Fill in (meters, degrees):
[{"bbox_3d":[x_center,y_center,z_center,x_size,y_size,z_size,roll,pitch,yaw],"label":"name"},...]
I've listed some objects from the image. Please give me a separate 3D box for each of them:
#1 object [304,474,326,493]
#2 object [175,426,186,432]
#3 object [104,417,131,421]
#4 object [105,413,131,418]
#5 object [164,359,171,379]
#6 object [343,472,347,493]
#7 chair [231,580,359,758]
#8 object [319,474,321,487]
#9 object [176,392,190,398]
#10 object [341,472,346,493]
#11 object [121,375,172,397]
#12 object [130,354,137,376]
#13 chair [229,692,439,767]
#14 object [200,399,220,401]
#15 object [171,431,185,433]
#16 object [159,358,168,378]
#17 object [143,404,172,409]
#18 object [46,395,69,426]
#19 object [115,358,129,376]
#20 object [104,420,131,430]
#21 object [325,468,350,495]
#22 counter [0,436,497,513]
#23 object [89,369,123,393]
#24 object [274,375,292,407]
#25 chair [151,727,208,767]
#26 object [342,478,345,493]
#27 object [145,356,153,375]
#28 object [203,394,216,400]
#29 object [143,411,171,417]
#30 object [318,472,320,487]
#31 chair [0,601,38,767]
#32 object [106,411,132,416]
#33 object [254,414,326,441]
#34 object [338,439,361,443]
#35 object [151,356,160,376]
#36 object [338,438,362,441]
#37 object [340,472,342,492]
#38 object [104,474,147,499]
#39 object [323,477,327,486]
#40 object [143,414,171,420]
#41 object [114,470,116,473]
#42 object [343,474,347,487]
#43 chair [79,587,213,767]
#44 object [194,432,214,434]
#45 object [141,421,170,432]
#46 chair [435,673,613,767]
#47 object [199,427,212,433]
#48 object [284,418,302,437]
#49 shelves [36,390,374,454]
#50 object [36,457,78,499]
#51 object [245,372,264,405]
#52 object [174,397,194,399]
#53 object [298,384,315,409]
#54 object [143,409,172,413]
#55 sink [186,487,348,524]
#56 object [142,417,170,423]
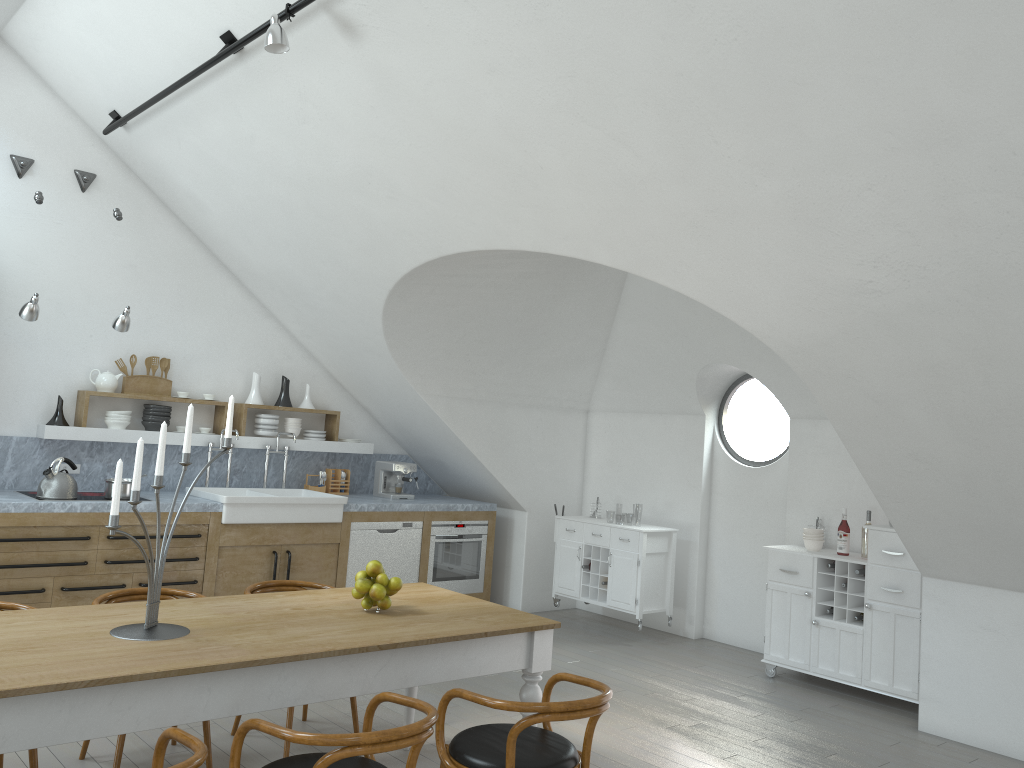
[{"bbox_3d":[-1.706,0.868,7.682,0.172,0.172,0.100,8,-6,-40],"label":"object"},{"bbox_3d":[-2.603,0.357,6.975,0.098,0.049,0.098,8,-5,-44],"label":"object"},{"bbox_3d":[-2.955,0.284,6.635,0.181,0.065,0.181,4,-4,-4],"label":"object"},{"bbox_3d":[-2.951,0.261,6.639,0.181,0.069,0.181,6,-4,-24],"label":"object"},{"bbox_3d":[-2.707,-0.054,6.927,0.057,0.295,0.030,8,-7,-41],"label":"object"},{"bbox_3d":[-1.486,0.879,7.857,0.022,0.196,0.019,8,-7,-40],"label":"object"},{"bbox_3d":[-1.082,1.409,4.463,0.621,0.737,0.526,0,-6,45],"label":"chair"},{"bbox_3d":[-1.663,0.864,7.669,0.019,0.179,0.044,3,-5,14],"label":"object"},{"bbox_3d":[-2.595,0.088,6.989,0.098,0.049,0.098,8,-5,-44],"label":"object"},{"bbox_3d":[-1.495,0.874,7.832,0.040,0.193,0.042,3,-5,9],"label":"object"},{"bbox_3d":[-2.807,0.012,6.823,0.353,0.158,0.084,7,-6,-41],"label":"object"},{"bbox_3d":[-2.896,-0.079,6.760,0.055,0.300,0.027,8,-7,-41],"label":"object"},{"bbox_3d":[-0.549,1.342,2.705,0.621,0.737,0.526,0,-6,44],"label":"chair"},{"bbox_3d":[-2.437,0.131,7.128,0.163,0.012,0.163,6,-4,-24],"label":"object"},{"bbox_3d":[-2.604,0.380,6.973,0.163,0.012,0.163,6,-4,-24],"label":"object"},{"bbox_3d":[-2.723,-0.057,6.889,0.067,0.299,0.039,8,-7,-41],"label":"object"},{"bbox_3d":[-2.736,0.200,6.839,0.205,0.080,0.205,7,-5,-39],"label":"object"},{"bbox_3d":[-3.263,0.190,6.391,0.156,0.219,0.155,1,-5,30],"label":"object"},{"bbox_3d":[-2.923,-0.064,6.732,0.199,0.259,0.016,7,-6,-31],"label":"object"},{"bbox_3d":[-2.956,0.306,6.634,0.181,0.064,0.181,5,-4,-19],"label":"object"},{"bbox_3d":[-1.545,0.863,7.839,0.200,0.223,0.104,8,-6,-41],"label":"object"},{"bbox_3d":[-2.775,0.549,6.326,6.561,0.621,0.961,7,-5,-41],"label":"counter"},{"bbox_3d":[-3.031,-0.021,6.614,0.174,0.169,0.167,1,-5,32],"label":"object"},{"bbox_3d":[-1.939,0.063,7.563,0.156,0.269,0.156,8,-6,-37],"label":"object"},{"bbox_3d":[-1.101,1.275,2.238,0.526,0.737,0.621,8,-6,-41],"label":"chair"},{"bbox_3d":[-1.491,0.878,7.848,0.018,0.197,0.020,6,-5,-19],"label":"object"},{"bbox_3d":[-2.807,-0.067,6.838,0.061,0.300,0.040,9,-7,-44],"label":"object"},{"bbox_3d":[-2.436,0.108,7.130,0.098,0.049,0.098,8,-5,-44],"label":"object"},{"bbox_3d":[-2.737,0.252,6.829,0.205,0.072,0.205,1,-4,36],"label":"object"},{"bbox_3d":[-1.671,0.856,7.688,0.019,0.196,0.022,0,-6,37],"label":"object"},{"bbox_3d":[-2.130,1.276,3.470,0.621,0.737,0.526,0,-6,45],"label":"chair"},{"bbox_3d":[-2.948,0.232,6.643,0.181,0.076,0.180,4,-4,-4],"label":"object"},{"bbox_3d":[-1.888,0.374,7.579,0.655,0.196,0.198,7,-5,-42],"label":"object"},{"bbox_3d":[-1.458,0.518,7.971,0.213,0.025,0.213,2,-4,36],"label":"object"},{"bbox_3d":[-2.769,-0.063,6.846,0.057,0.300,0.019,8,-7,-41],"label":"object"},{"bbox_3d":[-1.458,0.509,7.972,0.213,0.025,0.213,2,-4,36],"label":"object"},{"bbox_3d":[-1.509,0.877,7.858,0.018,0.196,0.023,7,-6,-34],"label":"object"},{"bbox_3d":[-2.670,0.730,6.223,0.232,0.171,0.393,2,-4,28],"label":"object"},{"bbox_3d":[-1.632,0.868,7.691,0.044,0.179,0.019,1,-6,33],"label":"object"},{"bbox_3d":[-2.735,0.274,6.823,0.205,0.086,0.205,4,-4,1],"label":"object"},{"bbox_3d":[-2.750,0.696,6.198,0.236,0.167,0.051,0,-6,44],"label":"object"},{"bbox_3d":[-1.491,0.889,7.876,0.019,0.179,0.044,2,-6,26],"label":"object"},{"bbox_3d":[-1.628,1.343,3.994,0.526,0.737,0.621,8,-6,-38],"label":"chair"},{"bbox_3d":[-2.461,0.398,7.100,0.163,0.012,0.163,6,-4,-24],"label":"object"},{"bbox_3d":[-2.744,0.328,6.820,0.205,0.072,0.205,1,-4,36],"label":"object"},{"bbox_3d":[0.035,1.408,3.129,0.526,0.737,0.621,8,-6,-38],"label":"chair"},{"bbox_3d":[-2.460,0.375,7.102,0.098,0.049,0.098,8,-5,-44],"label":"object"},{"bbox_3d":[-1.872,0.371,7.562,0.157,0.160,0.154,5,-4,-13],"label":"object"},{"bbox_3d":[-3.245,-0.298,6.229,0.480,1.365,5.537,-1,-6,43],"label":"shelves"},{"bbox_3d":[-3.019,0.621,5.909,0.246,0.268,0.246,7,-5,-31],"label":"object"},{"bbox_3d":[-2.137,0.038,7.393,0.156,0.269,0.155,0,-6,37],"label":"object"},{"bbox_3d":[-2.597,0.112,6.987,0.163,0.012,0.163,6,-4,-24],"label":"object"},{"bbox_3d":[-1.779,0.108,7.716,0.156,0.219,0.155,1,-5,30],"label":"object"},{"bbox_3d":[-2.735,0.228,6.836,0.205,0.084,0.205,5,-4,-14],"label":"object"},{"bbox_3d":[-1.901,0.939,6.866,1.018,0.202,0.727,7,-5,-41],"label":"sink"},{"bbox_3d":[-2.743,0.301,6.823,0.205,0.086,0.205,4,-4,-4],"label":"object"}]
